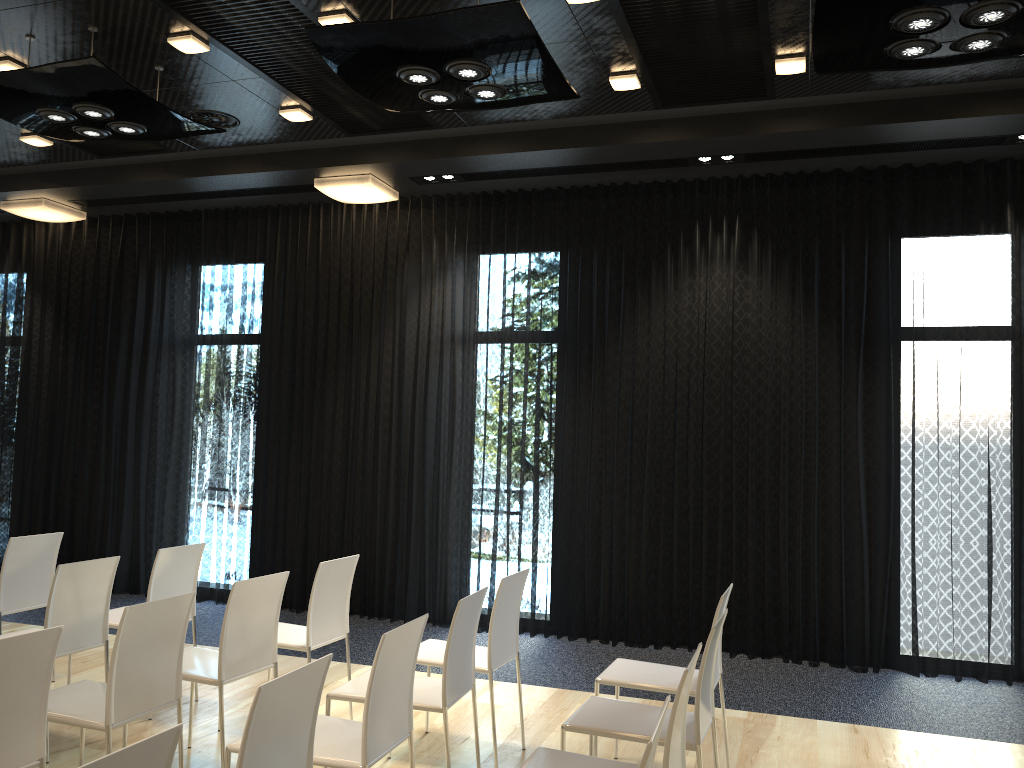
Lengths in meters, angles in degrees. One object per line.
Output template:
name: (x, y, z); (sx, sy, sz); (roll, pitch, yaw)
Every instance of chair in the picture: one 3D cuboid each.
chair: (-0.240, 1.323, 4.247); (0.548, 0.872, 0.420); (0, -4, 20)
chair: (-1.548, 1.222, 3.321); (0.548, 0.872, 0.420); (0, -4, 19)
chair: (-2.041, 1.307, 4.855); (0.548, 0.872, 0.420); (0, -4, 19)
chair: (0.687, 1.333, 3.961); (0.548, 0.872, 0.420); (0, -4, 20)
chair: (-2.981, 1.296, 5.135); (0.548, 0.872, 0.420); (1, -4, 18)
chair: (-1.731, 1.174, 2.673); (0.548, 0.872, 0.420); (0, -4, 22)
chair: (0.073, 1.191, 2.075); (0.548, 0.872, 0.420); (1, -4, 16)
chair: (-2.240, 1.259, 4.220); (0.548, 0.872, 0.420); (0, -4, 19)
chair: (-0.832, 1.184, 2.396); (0.548, 0.872, 0.420); (1, -4, 17)
chair: (0.503, 1.285, 3.310); (0.548, 0.872, 0.420); (0, -4, 20)
chair: (-1.021, 1.136, 1.760); (0.548, 0.872, 0.420); (0, -4, 19)
chair: (-1.130, 1.315, 4.553); (0.548, 0.872, 0.420); (0, -4, 20)
chair: (-1.339, 1.268, 3.921); (0.548, 0.872, 0.420); (0, -4, 23)
chair: (-0.421, 1.277, 3.638); (0.548, 0.872, 0.420); (1, -4, 15)
chair: (0.279, 1.237, 2.695); (0.548, 0.872, 0.420); (1, -4, 18)
chair: (-0.617, 1.231, 3.013); (0.548, 0.872, 0.420); (1, -4, 17)

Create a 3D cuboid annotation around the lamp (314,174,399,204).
lamp: (-1.248, -1.582, 7.158); (0.499, 0.153, 0.499); (1, -4, 18)

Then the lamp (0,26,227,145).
lamp: (-2.426, -1.719, 5.151); (1.097, 0.436, 1.097); (1, -4, 18)

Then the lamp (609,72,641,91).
lamp: (0.675, -1.802, 5.291); (0.159, 0.049, 0.159); (1, -4, 18)

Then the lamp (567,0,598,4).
lamp: (0.330, -1.881, 4.247); (0.159, 0.049, 0.159); (1, -4, 18)

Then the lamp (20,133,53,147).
lamp: (-3.596, -1.842, 6.707); (0.159, 0.049, 0.159); (1, -4, 18)

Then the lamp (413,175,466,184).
lamp: (-0.572, -1.616, 6.937); (0.389, 0.028, 0.166); (1, -4, 18)

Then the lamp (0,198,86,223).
lamp: (-4.312, -1.610, 8.174); (0.499, 0.153, 0.499); (1, -4, 18)

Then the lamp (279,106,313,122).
lamp: (-1.460, -1.822, 5.999); (0.159, 0.049, 0.159); (1, -4, 18)

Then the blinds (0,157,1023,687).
blinds: (-2.844, 0.157, 7.857); (18.163, 3.464, 0.261); (1, -4, 18)

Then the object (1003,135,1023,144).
object: (3.354, -1.580, 5.636); (0.389, 0.028, 0.166); (1, -4, 18)

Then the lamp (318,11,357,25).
lamp: (-0.906, -1.893, 4.657); (0.159, 0.049, 0.159); (1, -4, 18)

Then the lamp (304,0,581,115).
lamp: (-0.290, -1.699, 4.443); (1.097, 0.436, 1.097); (1, -4, 18)

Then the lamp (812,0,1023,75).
lamp: (1.845, -1.680, 3.735); (1.097, 0.436, 1.097); (1, -4, 18)

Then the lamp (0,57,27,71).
lamp: (-3.042, -1.912, 5.365); (0.159, 0.049, 0.159); (1, -4, 18)

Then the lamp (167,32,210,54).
lamp: (-1.806, -1.901, 4.955); (0.159, 0.049, 0.159); (1, -4, 18)

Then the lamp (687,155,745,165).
lamp: (1.443, -1.598, 6.269); (0.389, 0.028, 0.166); (1, -4, 18)

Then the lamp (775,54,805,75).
lamp: (1.568, -1.794, 4.993); (0.159, 0.049, 0.159); (1, -4, 18)
